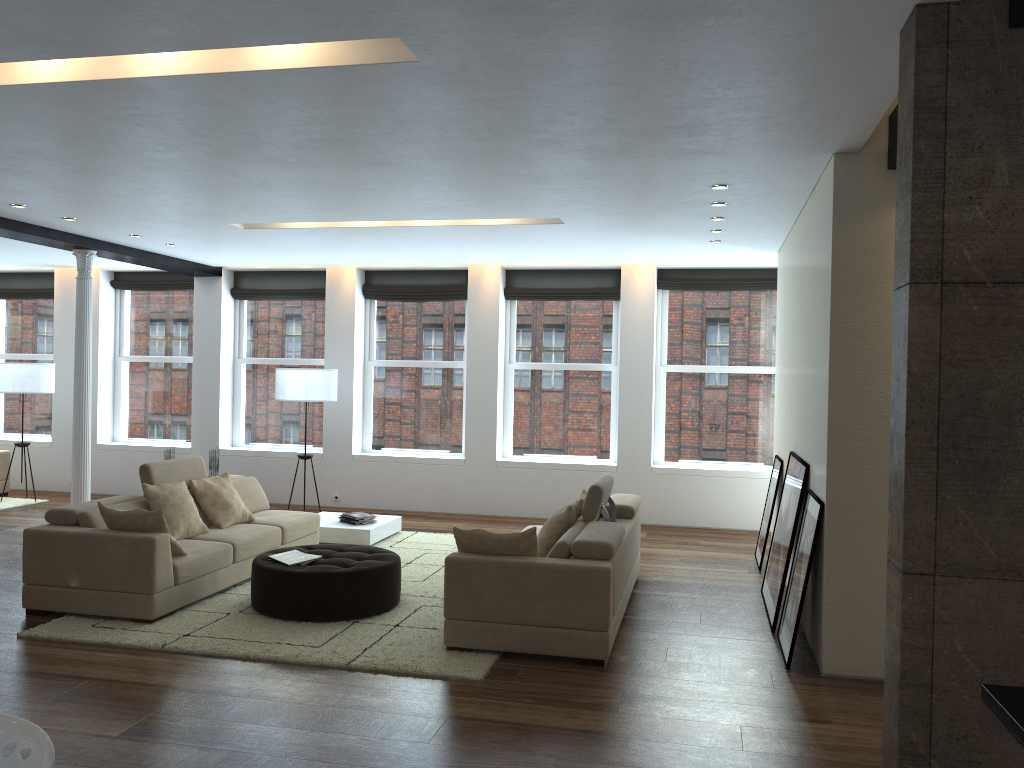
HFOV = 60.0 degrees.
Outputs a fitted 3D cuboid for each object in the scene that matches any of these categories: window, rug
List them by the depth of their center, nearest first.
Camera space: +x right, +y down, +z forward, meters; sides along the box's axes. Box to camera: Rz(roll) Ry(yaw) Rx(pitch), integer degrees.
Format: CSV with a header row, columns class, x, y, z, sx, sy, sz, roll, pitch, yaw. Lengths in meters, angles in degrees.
class,x,y,z,sx,sy,sz,roll,pitch,yaw
rug,-1.169,1.591,7.259,2.972,0.020,4.231,1,0,12
rug,-8.176,1.422,10.096,4.231,0.020,2.972,1,0,12
window,2.472,-0.146,10.406,1.563,2.400,0.123,1,0,12
window,0.614,-0.188,10.812,1.443,2.400,0.123,1,0,12
window,-1.185,-0.229,11.205,1.442,2.400,0.123,1,0,12
window,-2.979,-0.270,11.597,1.432,2.400,0.123,1,0,12
window,-4.748,-0.310,11.984,1.391,2.400,0.123,1,0,12
window,-6.768,-0.356,12.425,1.345,2.400,0.123,1,0,12

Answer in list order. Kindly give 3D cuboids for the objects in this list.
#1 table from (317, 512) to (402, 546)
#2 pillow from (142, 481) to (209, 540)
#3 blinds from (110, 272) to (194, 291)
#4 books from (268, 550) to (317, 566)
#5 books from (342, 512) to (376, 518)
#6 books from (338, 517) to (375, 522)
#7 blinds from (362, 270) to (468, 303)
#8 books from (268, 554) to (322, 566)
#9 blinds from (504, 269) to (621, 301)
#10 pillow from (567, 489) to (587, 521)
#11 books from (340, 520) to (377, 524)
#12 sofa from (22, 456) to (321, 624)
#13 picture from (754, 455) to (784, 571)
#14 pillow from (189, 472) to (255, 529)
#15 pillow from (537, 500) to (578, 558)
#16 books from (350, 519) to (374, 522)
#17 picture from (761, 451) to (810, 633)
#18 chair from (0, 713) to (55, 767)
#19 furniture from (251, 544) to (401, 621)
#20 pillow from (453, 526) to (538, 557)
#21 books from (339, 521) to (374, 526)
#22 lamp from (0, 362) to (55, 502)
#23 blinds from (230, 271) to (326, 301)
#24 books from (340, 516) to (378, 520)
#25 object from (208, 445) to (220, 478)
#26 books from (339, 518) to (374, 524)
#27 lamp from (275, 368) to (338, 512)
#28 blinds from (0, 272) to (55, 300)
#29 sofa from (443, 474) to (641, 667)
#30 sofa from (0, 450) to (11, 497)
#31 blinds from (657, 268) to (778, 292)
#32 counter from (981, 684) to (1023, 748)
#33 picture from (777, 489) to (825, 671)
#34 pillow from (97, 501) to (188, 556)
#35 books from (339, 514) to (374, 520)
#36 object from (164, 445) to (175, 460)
class,x,y,z,sx,sy,sz,roll,pitch,yaw
table,-1.703,1.472,9.030,0.900,0.170,0.900,1,0,12
pillow,-2.600,0.969,6.869,0.301,0.439,0.534,1,0,16
blinds,-4.740,-1.384,11.915,1.396,0.275,0.156,1,0,12
books,-1.542,1.218,6.218,0.220,0.040,0.301,1,1,-43
books,-1.540,1.319,8.922,0.220,0.010,0.300,1,1,-38
books,-1.560,1.347,8.905,0.300,0.010,0.220,2,1,37
blinds,-1.175,-1.236,11.137,1.439,0.424,0.156,1,0,12
books,-1.523,1.226,6.236,0.300,0.031,0.219,1,0,27
blinds,0.623,-1.203,10.744,1.442,0.393,0.156,1,0,12
pillow,0.426,1.043,6.848,0.368,0.416,0.519,1,0,8
books,-1.542,1.377,8.922,0.300,0.010,0.220,1,0,32
sofa,-2.535,1.098,7.115,1.021,0.950,2.581,1,0,12
picture,2.372,1.172,8.202,0.195,0.988,0.700,1,0,12
pillow,-2.454,0.978,7.477,0.368,0.416,0.519,1,0,17
pillow,0.305,1.035,6.235,0.301,0.439,0.534,1,0,9
books,-1.541,1.357,8.922,0.220,0.010,0.300,1,0,-28
picture,1.985,1.102,6.490,0.225,1.140,1.183,1,0,12
chair,-1.320,1.216,1.878,0.495,0.835,0.581,1,0,12
furniture,-1.331,1.407,6.391,1.057,0.355,1.057,1,0,14
pillow,-0.090,1.053,5.543,0.518,0.393,0.395,1,0,9
books,-1.560,1.386,8.905,0.220,0.010,0.300,1,1,-43
lamp,-6.076,0.602,11.008,0.698,1.728,0.698,2,1,36
blinds,-2.974,-1.283,11.514,1.431,0.395,0.183,1,0,12
books,-1.541,1.338,8.922,0.300,0.010,0.220,1,0,27
object,-3.633,1.132,10.804,0.458,0.781,0.458,1,0,12
books,-1.560,1.366,8.905,0.220,0.010,0.300,1,1,-43
lamp,-2.375,0.687,10.199,0.698,1.728,0.698,2,1,36
blinds,-6.761,-1.370,12.357,1.342,0.393,0.156,1,0,12
sofa,0.344,1.163,6.487,1.021,0.950,2.581,1,0,12
sofa,-7.878,0.954,11.325,2.581,0.950,1.018,1,0,12
blinds,2.483,-1.214,10.337,1.563,0.275,0.156,1,0,12
counter,1.263,0.782,0.298,1.000,0.040,3.700,1,0,12
picture,1.778,1.179,5.491,0.195,0.988,0.700,1,0,12
pillow,-2.530,0.998,6.076,0.518,0.393,0.395,1,0,16
books,-1.559,1.328,8.905,0.220,0.010,0.300,1,1,-43
object,-4.135,1.123,10.691,0.458,0.781,0.458,1,0,12
